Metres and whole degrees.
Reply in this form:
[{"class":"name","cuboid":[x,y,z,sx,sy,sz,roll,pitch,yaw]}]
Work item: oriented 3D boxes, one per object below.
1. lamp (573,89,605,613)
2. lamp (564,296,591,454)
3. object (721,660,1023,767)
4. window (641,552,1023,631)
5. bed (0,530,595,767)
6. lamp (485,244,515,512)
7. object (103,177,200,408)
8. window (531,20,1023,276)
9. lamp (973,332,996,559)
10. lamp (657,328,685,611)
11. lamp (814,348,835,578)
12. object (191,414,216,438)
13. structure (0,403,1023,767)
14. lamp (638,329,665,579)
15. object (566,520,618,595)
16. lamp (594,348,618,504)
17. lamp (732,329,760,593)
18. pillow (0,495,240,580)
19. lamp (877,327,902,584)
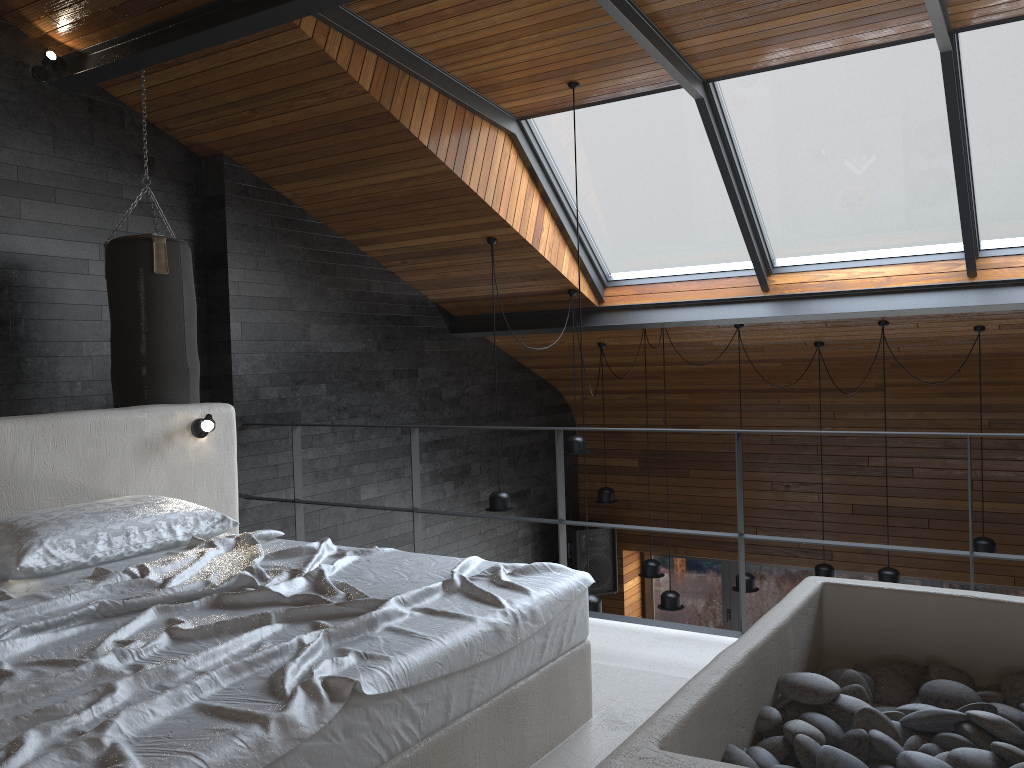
[{"class":"lamp","cuboid":[0.423,-0.187,5.389,0.210,3.208,0.210,-3,2,-36]},{"class":"lamp","cuboid":[0.478,-0.080,6.775,0.210,1.206,0.210,-2,1,-21]},{"class":"object","cuboid":[1.270,0.782,1.573,1.842,0.246,1.435,-1,2,32]},{"class":"window","cuboid":[3.909,2.410,8.222,5.936,1.522,0.101,-1,2,32]},{"class":"bed","cuboid":[-1.051,0.776,2.366,2.011,0.485,1.826,-1,2,32]},{"class":"lamp","cuboid":[-0.111,-0.051,6.167,0.210,1.854,0.210,-2,1,-21]},{"class":"object","cuboid":[-1.871,-0.278,4.642,0.442,1.603,0.445,-3,2,-30]},{"class":"window","cuboid":[2.061,-1.376,5.500,3.818,1.031,1.213,-1,2,32]},{"class":"lamp","cuboid":[3.291,0.422,6.213,0.210,1.565,0.210,-2,1,-21]},{"class":"lamp","cuboid":[1.197,0.597,6.858,0.210,2.273,0.210,-2,1,-21]},{"class":"lamp","cuboid":[2.428,0.543,6.955,0.210,2.002,0.210,-2,1,-21]},{"class":"object","cuboid":[-1.308,0.180,3.749,0.085,0.106,0.165,-3,2,-30]},{"class":"structure","cuboid":[-0.168,0.654,1.808,4.614,1.120,2.634,-1,2,32]},{"class":"lamp","cuboid":[1.090,0.523,7.110,0.210,2.036,0.210,-2,1,-21]},{"class":"object","cuboid":[0.738,2.590,9.056,0.639,2.298,0.686,-2,1,-20]},{"class":"lamp","cuboid":[0.807,0.351,7.775,0.210,1.369,0.210,-2,1,-21]},{"class":"lamp","cuboid":[1.784,0.581,6.874,0.210,2.034,0.210,-2,1,-21]},{"class":"pillow","cuboid":[-1.456,0.509,3.105,0.509,0.173,0.842,-1,2,32]},{"class":"lamp","cuboid":[2.700,0.503,6.400,0.210,1.911,0.210,-2,1,-21]}]
